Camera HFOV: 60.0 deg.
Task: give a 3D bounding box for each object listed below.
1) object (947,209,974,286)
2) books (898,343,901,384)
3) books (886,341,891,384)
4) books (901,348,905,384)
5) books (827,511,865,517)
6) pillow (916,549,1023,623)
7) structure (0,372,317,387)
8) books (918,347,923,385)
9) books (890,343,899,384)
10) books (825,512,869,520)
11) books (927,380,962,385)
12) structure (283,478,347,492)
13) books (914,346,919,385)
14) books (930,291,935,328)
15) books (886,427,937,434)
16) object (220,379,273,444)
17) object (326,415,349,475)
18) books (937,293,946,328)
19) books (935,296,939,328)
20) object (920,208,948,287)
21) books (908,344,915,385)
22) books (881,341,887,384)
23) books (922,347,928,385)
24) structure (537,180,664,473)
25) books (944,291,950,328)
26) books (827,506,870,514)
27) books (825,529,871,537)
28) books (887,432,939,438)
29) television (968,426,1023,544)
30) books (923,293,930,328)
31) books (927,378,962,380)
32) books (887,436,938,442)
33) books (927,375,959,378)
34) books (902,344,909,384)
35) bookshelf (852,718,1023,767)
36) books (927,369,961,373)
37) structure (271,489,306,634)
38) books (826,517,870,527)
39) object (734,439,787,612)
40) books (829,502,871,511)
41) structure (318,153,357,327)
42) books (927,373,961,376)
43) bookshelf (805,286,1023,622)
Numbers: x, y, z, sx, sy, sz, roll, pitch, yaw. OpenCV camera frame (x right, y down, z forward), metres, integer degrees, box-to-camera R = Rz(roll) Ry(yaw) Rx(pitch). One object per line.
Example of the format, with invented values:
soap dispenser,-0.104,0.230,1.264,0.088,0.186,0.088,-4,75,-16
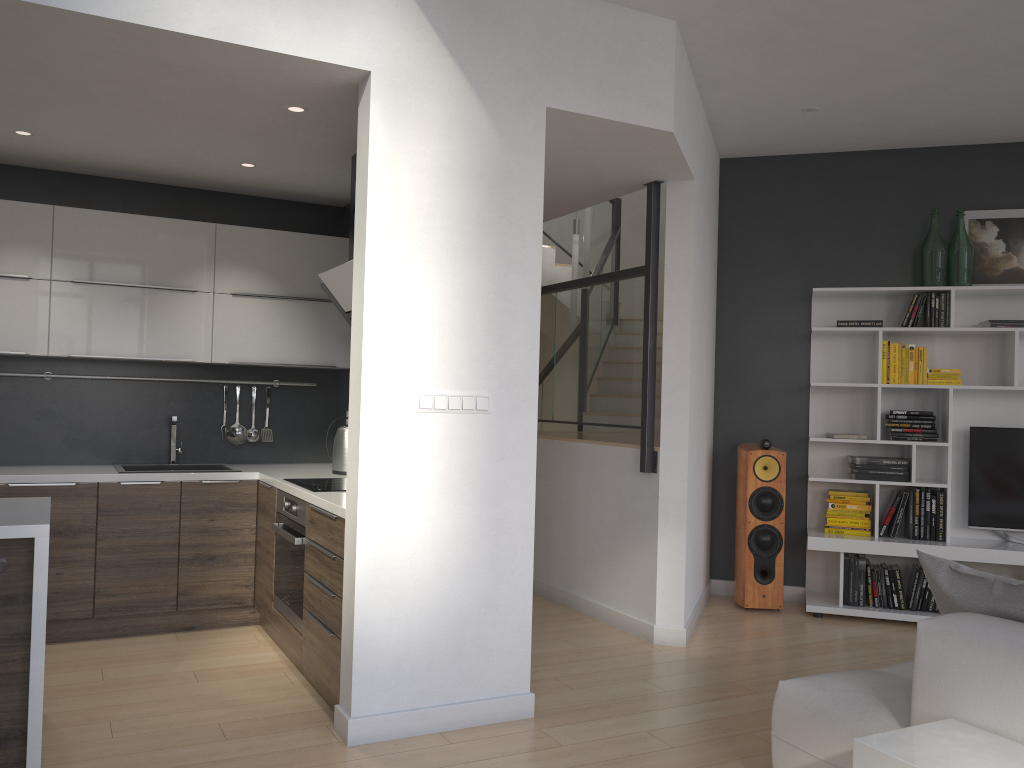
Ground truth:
object,2.797,-0.839,5.536,0.157,0.507,0.157,1,-1,31
books,2.439,-0.124,5.602,0.015,0.263,0.199,1,-1,18
books,2.374,-0.131,5.616,0.025,0.270,0.213,1,-1,18
books,2.449,-0.107,5.576,0.024,0.229,0.156,1,-1,18
books,2.138,0.827,5.677,0.228,0.024,0.152,1,-1,22
pillow,2.338,0.745,1.742,0.647,0.453,2.953,2,-1,-39
structure,-2.575,-0.046,4.921,3.000,0.045,0.050,2,-1,-27
books,2.551,-0.109,5.559,0.024,0.234,0.172,1,-1,18
books,2.409,-0.123,5.610,0.044,0.255,0.198,1,-1,18
books,2.153,0.846,5.694,0.263,0.015,0.198,1,-1,21
books,2.673,-0.006,5.506,0.190,0.033,0.147,1,-1,18
structure,-0.779,0.491,4.358,0.550,0.006,0.600,2,-1,-27
books,2.529,-0.112,5.570,0.023,0.239,0.169,1,-1,18
books,2.618,-0.455,5.543,0.025,0.232,0.176,1,-1,18
books,2.504,0.291,5.569,0.266,0.030,0.209,1,-1,16
object,-1.617,0.171,5.404,0.320,0.389,0.069,2,-1,-26
object,-0.962,0.344,5.097,0.179,0.318,0.590,2,-1,-20
books,2.668,-0.448,5.523,0.038,0.218,0.169,1,-1,18
books,2.640,-0.440,5.530,0.021,0.200,0.147,1,-1,18
object,2.632,-0.844,5.530,0.157,0.507,0.157,1,-1,31
books,2.501,-0.118,5.577,0.035,0.250,0.185,1,-1,18
books,2.346,-0.131,5.615,0.029,0.270,0.204,1,-1,18
books,2.577,-0.108,5.555,0.024,0.234,0.172,1,-1,18
structure,1.078,-0.734,7.289,2.823,4.339,4.190,2,-1,-27
books,2.693,-0.454,5.507,0.019,0.230,0.174,1,-1,18
books,2.156,0.807,5.691,0.251,0.019,0.180,1,-1,18
books,2.146,0.937,5.663,0.270,0.029,0.204,1,-1,23
books,2.505,0.318,5.549,0.270,0.025,0.189,1,-1,17
television,3.352,0.626,5.324,1.102,0.704,0.207,1,-1,18
books,2.593,-0.449,5.545,0.021,0.221,0.156,1,-1,18
books,2.675,-0.029,5.510,0.196,0.011,0.148,1,-1,18
books,2.503,0.343,5.547,0.263,0.026,0.189,1,-1,16
books,2.665,-0.043,5.494,0.169,0.018,0.113,1,-1,19
books,2.476,-0.119,5.588,0.019,0.251,0.180,1,-1,18
bookshelf,1.562,1.100,1.045,0.356,0.500,2.600,2,-1,-27
books,2.677,-0.078,5.520,0.186,0.026,0.138,1,-1,18
structure,-0.830,0.832,4.331,0.584,0.588,0.587,2,-1,-27
books,2.150,0.875,5.678,0.255,0.044,0.198,1,-1,18
object,1.601,0.894,5.779,0.290,1.088,0.434,2,-1,3
books,2.166,0.780,5.686,0.250,0.035,0.185,1,-1,21
structure,-0.668,-0.658,4.415,0.407,0.998,0.898,2,-1,-27
books,2.676,-0.058,5.507,0.187,0.014,0.134,1,-1,18
bookshelf,3.330,0.450,5.220,3.000,2.052,0.455,1,-1,18
